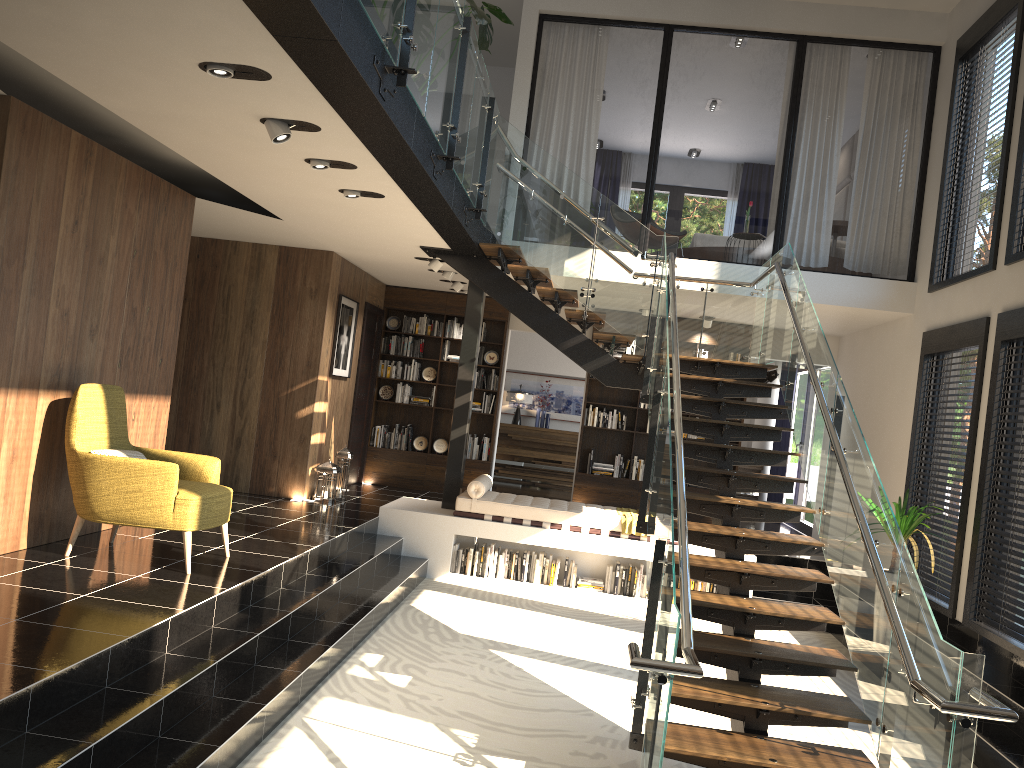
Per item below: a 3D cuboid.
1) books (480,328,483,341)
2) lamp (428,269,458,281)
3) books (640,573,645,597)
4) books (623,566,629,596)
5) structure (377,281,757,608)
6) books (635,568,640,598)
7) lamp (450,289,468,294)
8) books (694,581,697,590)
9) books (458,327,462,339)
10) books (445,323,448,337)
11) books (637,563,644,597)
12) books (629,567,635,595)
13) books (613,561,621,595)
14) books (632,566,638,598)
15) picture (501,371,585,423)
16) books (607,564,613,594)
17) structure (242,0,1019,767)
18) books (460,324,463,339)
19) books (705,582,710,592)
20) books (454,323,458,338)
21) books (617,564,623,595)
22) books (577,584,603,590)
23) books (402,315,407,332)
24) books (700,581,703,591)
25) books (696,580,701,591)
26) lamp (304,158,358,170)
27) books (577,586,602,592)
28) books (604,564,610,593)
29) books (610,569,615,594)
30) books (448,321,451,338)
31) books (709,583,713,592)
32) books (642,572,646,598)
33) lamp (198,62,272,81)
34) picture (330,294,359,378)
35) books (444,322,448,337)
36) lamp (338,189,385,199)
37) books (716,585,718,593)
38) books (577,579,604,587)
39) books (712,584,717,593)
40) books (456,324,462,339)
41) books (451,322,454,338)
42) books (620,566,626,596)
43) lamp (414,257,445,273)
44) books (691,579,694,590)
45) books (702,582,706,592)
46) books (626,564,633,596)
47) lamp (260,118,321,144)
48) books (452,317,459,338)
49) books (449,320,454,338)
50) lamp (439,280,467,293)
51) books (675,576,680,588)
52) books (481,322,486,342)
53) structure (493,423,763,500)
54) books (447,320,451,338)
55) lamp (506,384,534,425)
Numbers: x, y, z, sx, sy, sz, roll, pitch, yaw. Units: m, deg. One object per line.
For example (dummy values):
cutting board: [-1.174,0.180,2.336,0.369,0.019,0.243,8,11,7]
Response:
books: [-0.405,-0.658,11.982,0.027,0.186,0.220,7,-1,5]
lamp: [-0.784,-1.294,10.054,0.346,0.231,0.195,7,-1,5]
books: [1.316,2.034,8.982,0.026,0.226,0.132,7,-1,5]
books: [1.148,1.992,8.974,0.029,0.268,0.146,7,-1,5]
structure: [0.694,0.519,9.429,3.781,3.244,1.149,7,-1,5]
books: [1.262,2.004,8.959,0.027,0.270,0.188,7,-1,5]
lamp: [-0.645,-1.269,11.602,0.346,0.177,0.195,7,-1,5]
books: [1.833,2.100,8.916,0.022,0.216,0.137,7,-1,5]
books: [-0.692,-0.685,12.012,0.034,0.171,0.158,7,-1,5]
books: [-0.870,-0.723,12.001,0.021,0.204,0.224,7,-1,5]
books: [1.294,1.980,8.977,0.029,0.326,0.153,7,-1,5]
books: [1.214,1.999,9.005,0.026,0.270,0.128,7,-1,5]
books: [1.055,1.957,8.967,0.043,0.316,0.209,7,-1,5]
books: [1.235,1.992,8.941,0.026,0.287,0.204,7,-1,5]
picture: [1.590,0.350,15.450,3.543,0.748,0.035,7,-1,5]
books: [0.992,1.971,8.984,0.030,0.273,0.168,7,-1,5]
structure: [0.480,-0.003,5.653,3.447,4.867,7.282,7,-1,4]
books: [-0.656,-0.701,12.004,0.034,0.211,0.206,7,-1,5]
books: [1.943,2.077,8.888,0.028,0.285,0.211,7,-1,5]
books: [-0.743,-0.713,12.003,0.019,0.216,0.214,7,-1,5]
books: [1.093,1.978,8.997,0.030,0.284,0.176,7,-1,5]
books: [0.793,2.049,9.019,0.261,0.024,0.167,7,-1,2]
books: [-1.452,-0.807,12.070,0.017,0.234,0.200,7,-1,5]
books: [1.877,2.088,8.886,0.021,0.248,0.198,7,-1,5]
books: [1.854,2.086,8.882,0.024,0.246,0.212,7,-1,5]
lamp: [-1.163,-1.468,5.725,0.346,0.177,0.195,7,-1,5]
books: [0.790,2.073,9.019,0.257,0.024,0.167,7,-1,5]
books: [0.966,1.974,9.014,0.026,0.263,0.156,7,-1,5]
books: [1.018,1.998,8.997,0.027,0.226,0.165,7,-1,5]
books: [-0.819,-0.731,11.989,0.014,0.231,0.280,7,-1,5]
books: [1.981,2.060,8.899,0.042,0.328,0.205,7,-1,5]
books: [1.341,2.034,8.962,0.028,0.231,0.158,7,-1,5]
lamp: [-1.297,-1.529,4.181,0.346,0.158,0.195,7,-1,5]
picture: [-1.929,-0.535,10.253,0.028,0.911,0.748,7,-1,5]
books: [-0.887,-0.728,12.049,0.023,0.213,0.194,7,-1,5]
lamp: [-1.095,-1.441,6.499,0.346,0.177,0.195,7,-1,5]
books: [2.037,2.104,8.895,0.019,0.255,0.180,7,-1,5]
books: [0.796,2.025,9.024,0.274,0.025,0.156,7,-1,2]
books: [2.013,2.092,8.885,0.030,0.273,0.185,7,-1,5]
books: [-0.719,-0.706,12.018,0.027,0.207,0.203,7,-1,5]
books: [-0.780,-0.731,12.001,0.035,0.241,0.208,7,-1,5]
books: [1.119,1.988,8.968,0.029,0.268,0.173,7,-1,5]
lamp: [-0.854,-1.305,9.283,0.346,0.262,0.195,7,-1,5]
books: [1.785,2.076,8.888,0.025,0.249,0.208,7,-1,5]
books: [1.912,2.074,8.910,0.039,0.284,0.200,7,-1,5]
books: [1.183,1.977,8.974,0.035,0.305,0.151,7,-1,5]
lamp: [-1.235,-1.459,4.953,0.346,0.247,0.195,7,-1,5]
books: [-0.759,-0.747,11.954,0.011,0.276,0.288,7,-1,5]
books: [-0.806,-0.733,11.983,0.013,0.239,0.255,7,-1,5]
lamp: [-0.718,-1.252,10.826,0.346,0.262,0.195,7,-1,5]
books: [1.670,2.046,8.945,0.026,0.284,0.177,7,-1,5]
books: [-0.383,-0.694,11.958,0.013,0.262,0.217,7,-1,5]
structure: [1.042,1.307,15.288,6.275,0.981,0.886,7,-1,5]
books: [-0.840,-0.736,12.011,0.033,0.237,0.231,7,-1,5]
lamp: [0.117,0.360,15.325,0.470,0.725,0.470,7,-1,-2]
